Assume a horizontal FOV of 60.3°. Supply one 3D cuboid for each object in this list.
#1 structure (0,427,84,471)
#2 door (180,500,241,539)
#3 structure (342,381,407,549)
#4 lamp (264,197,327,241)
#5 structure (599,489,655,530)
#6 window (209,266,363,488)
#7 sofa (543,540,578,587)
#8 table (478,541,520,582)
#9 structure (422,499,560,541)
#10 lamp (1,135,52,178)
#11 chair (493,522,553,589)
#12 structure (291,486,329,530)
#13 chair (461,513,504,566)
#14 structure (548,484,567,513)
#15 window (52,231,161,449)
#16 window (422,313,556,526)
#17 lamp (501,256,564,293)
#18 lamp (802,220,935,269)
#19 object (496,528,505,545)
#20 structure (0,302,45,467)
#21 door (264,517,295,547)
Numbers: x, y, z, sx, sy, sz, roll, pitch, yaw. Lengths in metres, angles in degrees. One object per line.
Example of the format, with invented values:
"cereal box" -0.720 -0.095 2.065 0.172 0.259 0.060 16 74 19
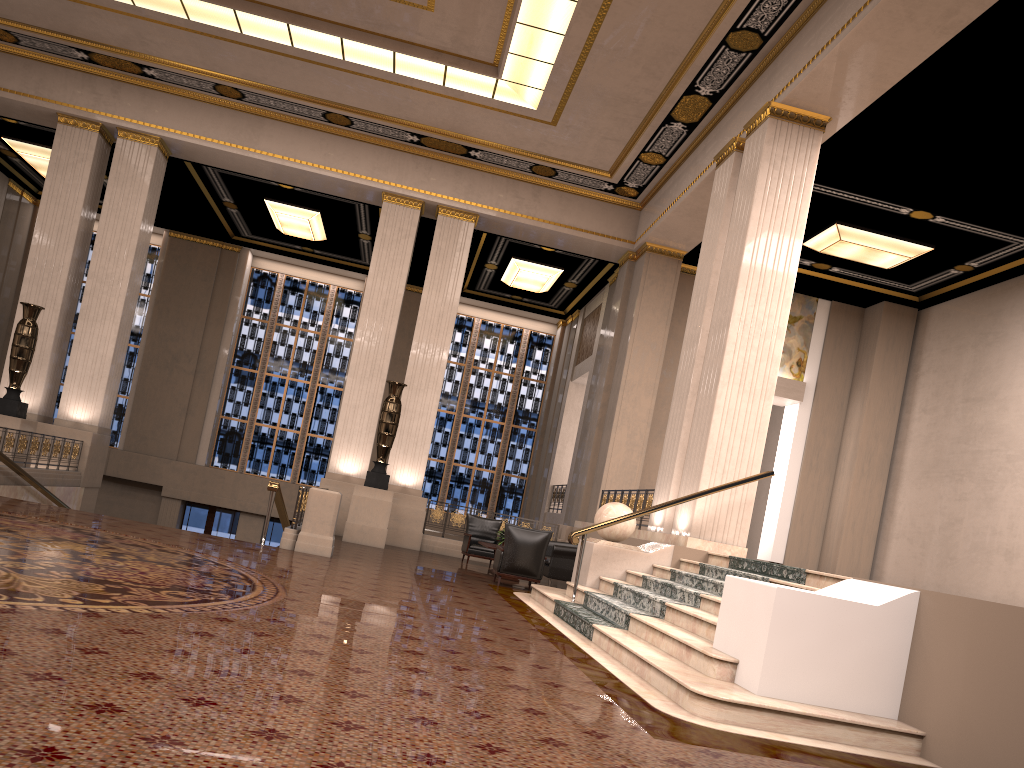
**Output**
"structure" -7.124 0.939 12.767 0.079 0.533 4.970 11 -8 -6
"door" -7.857 4.402 22.402 1.496 2.712 0.155 12 -2 -8
"structure" -2.238 1.340 14.948 0.702 2.776 0.701 11 -2 -7
"lamp" -4.775 -3.576 19.544 1.170 0.213 2.030 12 -8 -7
"structure" 1.820 1.983 13.984 0.032 0.620 3.719 11 -8 -6
"window" -5.896 -0.145 23.191 2.996 5.335 0.069 12 -2 -8
"sofa" 0.835 2.825 13.773 0.877 0.702 1.935 12 -8 -6
"table" -0.084 2.762 13.644 0.841 0.432 1.485 12 -8 -7
"structure" -0.382 2.735 16.597 2.542 0.652 0.032 12 -2 -8
"lamp" -9.887 -4.685 18.852 1.170 0.213 2.030 12 -8 -7
"chair" 0.113 2.332 11.903 0.649 0.840 0.721 12 -5 -7
"structure" -3.011 1.832 13.323 0.079 0.533 4.968 11 -8 -7
"chair" -0.503 2.725 15.290 0.651 0.840 0.719 12 -5 -12
"structure" 1.106 2.660 20.406 0.031 0.663 2.169 11 -8 -6
"window" -10.855 -1.222 22.520 2.996 5.335 0.069 12 -2 -8
"window" -0.765 0.968 23.886 2.996 5.335 0.069 12 -2 -8
"lamp" 0.424 -2.447 20.248 1.170 0.213 2.030 12 -8 -7
"lamp" 5.864 -2.235 14.605 1.720 0.213 1.176 12 -8 -7
"object" -0.017 2.359 13.643 0.498 0.374 0.533 8 -7 25
"structure" -8.000 0.090 14.168 0.702 2.776 0.701 11 -2 -7
"door" -5.827 4.843 22.676 1.496 2.712 0.155 12 -2 -8
